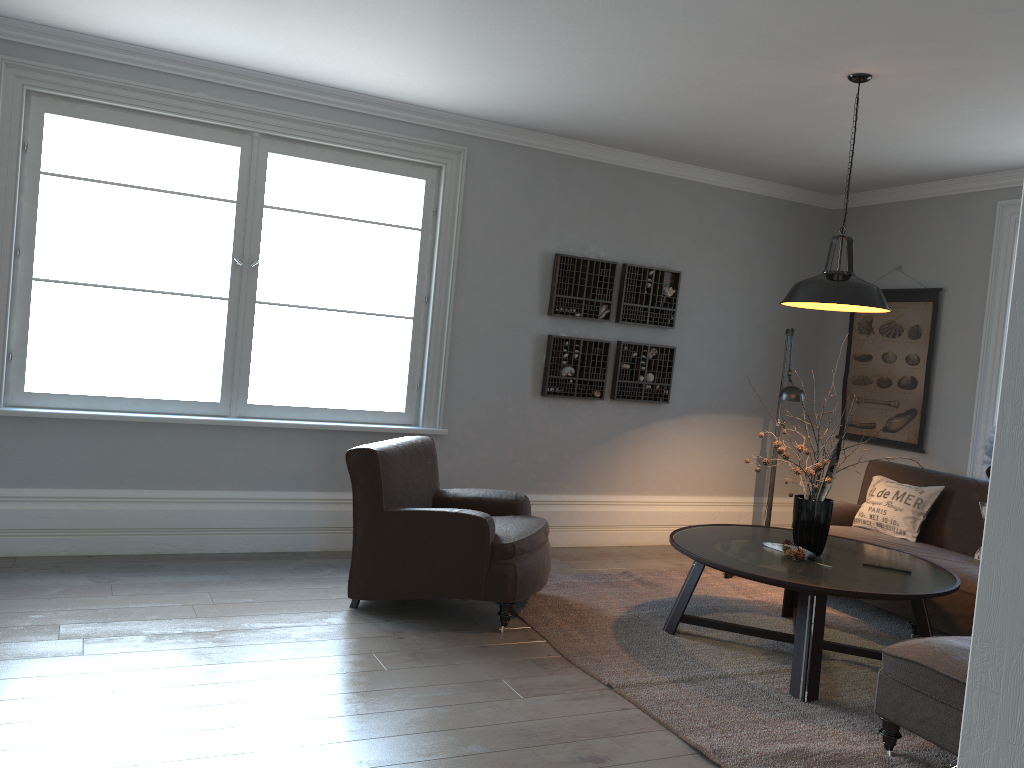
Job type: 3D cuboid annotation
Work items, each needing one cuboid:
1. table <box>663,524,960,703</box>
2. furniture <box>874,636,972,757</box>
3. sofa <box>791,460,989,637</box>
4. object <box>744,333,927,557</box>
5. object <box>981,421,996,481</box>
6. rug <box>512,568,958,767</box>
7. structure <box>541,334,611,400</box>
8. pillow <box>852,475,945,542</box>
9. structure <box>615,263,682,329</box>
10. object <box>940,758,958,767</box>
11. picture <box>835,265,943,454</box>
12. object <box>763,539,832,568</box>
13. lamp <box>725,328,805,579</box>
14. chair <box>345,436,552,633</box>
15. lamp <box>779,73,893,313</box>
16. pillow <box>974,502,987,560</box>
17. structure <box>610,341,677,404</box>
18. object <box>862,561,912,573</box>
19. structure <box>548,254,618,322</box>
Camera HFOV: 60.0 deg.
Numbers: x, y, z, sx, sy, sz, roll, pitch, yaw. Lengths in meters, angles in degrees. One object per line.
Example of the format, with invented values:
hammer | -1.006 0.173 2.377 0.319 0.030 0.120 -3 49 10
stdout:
table | 1.382 1.058 4.220 1.299 0.503 1.300 4 3 -33
furniture | 1.656 1.149 3.069 0.574 0.439 0.583 4 3 -26
sofa | 2.502 0.967 4.747 0.968 0.824 2.166 4 3 -26
object | 1.442 0.285 4.069 0.853 1.065 0.525 7 3 35
object | 3.041 0.406 5.518 0.247 0.423 0.263 6 2 10
rug | 1.408 1.256 4.217 2.399 0.090 2.820 4 3 -26
structure | 0.442 -0.109 6.041 0.468 0.416 0.086 4 2 -26
pillow | 2.325 0.754 5.388 0.240 0.368 0.519 4 3 -26
structure | 0.971 -0.614 6.245 0.468 0.416 0.105 4 2 -26
object | 0.945 1.056 1.899 0.323 0.599 0.323 4 2 -26
picture | 2.715 -0.206 6.403 0.057 1.313 0.793 4 2 -26
object | 1.333 0.779 4.156 0.153 0.067 0.404 5 2 -9
lamp | 1.924 0.452 6.086 0.797 1.644 1.864 6 2 11
chair | -0.281 0.729 4.556 0.970 0.795 0.807 6 2 15
lamp | 1.566 -0.893 4.145 0.504 1.075 0.504 6 2 21
pillow | 2.639 0.828 4.646 0.159 0.347 0.473 4 3 -29
structure | 0.934 -0.080 6.281 0.468 0.416 0.086 4 2 -26
object | 1.721 0.841 4.071 0.207 0.011 0.051 6 3 24
structure | 0.480 -0.650 6.031 0.468 0.416 0.099 4 2 -26
